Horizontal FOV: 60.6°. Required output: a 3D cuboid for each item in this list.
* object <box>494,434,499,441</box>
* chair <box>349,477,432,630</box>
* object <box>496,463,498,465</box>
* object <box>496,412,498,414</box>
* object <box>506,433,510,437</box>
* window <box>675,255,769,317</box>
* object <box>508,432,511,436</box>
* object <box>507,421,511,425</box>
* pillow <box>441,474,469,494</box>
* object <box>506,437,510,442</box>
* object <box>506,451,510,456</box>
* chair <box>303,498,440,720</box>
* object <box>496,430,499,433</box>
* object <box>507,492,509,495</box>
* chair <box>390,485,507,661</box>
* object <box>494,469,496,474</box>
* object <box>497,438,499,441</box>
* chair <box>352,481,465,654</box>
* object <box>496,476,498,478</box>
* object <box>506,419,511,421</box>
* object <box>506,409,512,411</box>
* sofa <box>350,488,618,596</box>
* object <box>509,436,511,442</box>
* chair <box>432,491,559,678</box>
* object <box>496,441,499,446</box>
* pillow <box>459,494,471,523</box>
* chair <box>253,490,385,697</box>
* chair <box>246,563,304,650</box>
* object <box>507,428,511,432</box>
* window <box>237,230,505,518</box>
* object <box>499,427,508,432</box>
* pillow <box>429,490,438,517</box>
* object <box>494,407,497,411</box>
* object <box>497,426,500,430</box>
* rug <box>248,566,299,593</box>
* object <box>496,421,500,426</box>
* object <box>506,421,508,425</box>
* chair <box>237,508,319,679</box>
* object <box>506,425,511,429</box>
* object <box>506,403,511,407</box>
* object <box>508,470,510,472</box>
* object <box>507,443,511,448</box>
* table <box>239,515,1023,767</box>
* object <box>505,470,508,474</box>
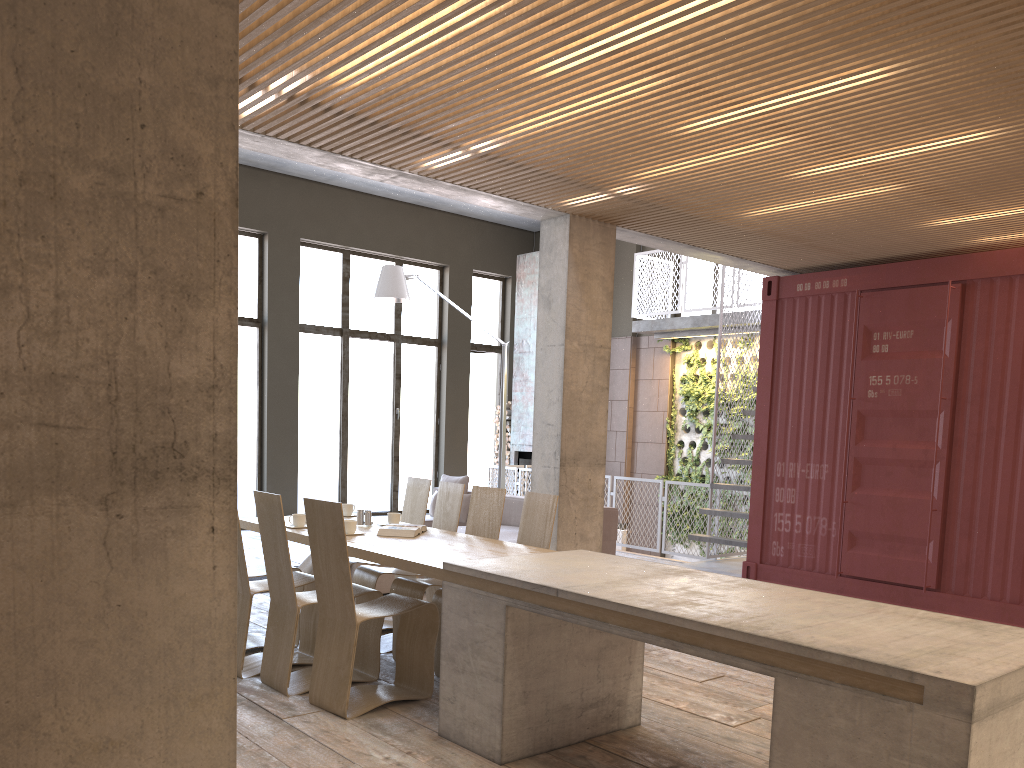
[{"bbox_3d":[-0.159,0.961,15.694,0.364,0.126,0.063,4,2,-42],"label":"object"},{"bbox_3d":[-1.039,1.328,6.826,0.721,1.207,0.345,-1,6,-37],"label":"chair"},{"bbox_3d":[-0.143,1.463,15.724,0.292,0.104,0.100,4,0,-39],"label":"object"},{"bbox_3d":[-0.111,0.520,15.641,0.364,0.069,0.121,4,-2,-40],"label":"object"},{"bbox_3d":[0.075,0.907,15.510,0.435,0.080,0.114,4,-2,-41],"label":"object"},{"bbox_3d":[3.785,-1.776,12.353,0.110,1.763,3.548,-3,2,-41],"label":"window"},{"bbox_3d":[0.112,0.880,15.437,0.423,0.073,0.071,4,0,-41],"label":"object"},{"bbox_3d":[0.084,0.693,15.470,0.423,0.072,0.067,4,0,-41],"label":"object"},{"bbox_3d":[-0.760,1.416,11.030,0.221,0.562,0.560,-2,3,-39],"label":"pillow"},{"bbox_3d":[0.080,0.979,15.501,0.455,0.090,0.090,4,0,-41],"label":"object"},{"bbox_3d":[0.109,1.224,15.452,0.480,0.084,0.093,4,-1,-41],"label":"object"},{"bbox_3d":[-0.798,1.247,5.040,0.346,1.207,0.720,7,6,43],"label":"chair"},{"bbox_3d":[-0.173,0.845,15.595,0.251,0.073,0.045,4,1,-41],"label":"object"},{"bbox_3d":[0.100,1.952,15.529,0.437,0.093,0.091,4,0,-41],"label":"object"},{"bbox_3d":[-0.439,1.308,6.013,0.720,1.207,0.346,-1,6,-43],"label":"chair"},{"bbox_3d":[-0.168,1.578,15.741,0.365,0.109,0.088,4,0,-41],"label":"object"},{"bbox_3d":[-0.090,0.990,15.672,0.423,0.068,0.067,4,0,-41],"label":"object"},{"bbox_3d":[-0.757,1.317,6.404,0.721,1.207,0.345,0,5,-35],"label":"chair"},{"bbox_3d":[-0.113,1.652,15.737,0.423,0.068,0.067,4,0,-41],"label":"object"},{"bbox_3d":[-0.003,0.639,15.519,0.435,0.080,0.114,4,-2,-41],"label":"object"},{"bbox_3d":[-0.016,0.496,15.456,0.363,0.085,0.103,4,-1,-41],"label":"object"},{"bbox_3d":[-0.964,1.657,9.666,3.012,0.792,2.982,4,-3,-41],"label":"sofa"},{"bbox_3d":[0.134,0.970,15.432,0.437,0.093,0.091,4,0,-41],"label":"object"},{"bbox_3d":[-0.115,1.300,5.627,0.721,1.207,0.345,0,5,-35],"label":"chair"},{"bbox_3d":[-0.078,1.058,15.594,0.480,0.084,0.093,4,-1,-41],"label":"object"},{"bbox_3d":[-0.674,1.510,10.778,0.375,0.376,0.168,3,4,22],"label":"pillow"},{"bbox_3d":[-1.174,1.251,5.382,0.721,1.207,0.345,-1,6,-40],"label":"chair"},{"bbox_3d":[-1.858,1.265,6.122,0.721,1.207,0.345,-1,6,-40],"label":"chair"},{"bbox_3d":[0.088,0.824,15.450,0.425,0.086,0.066,4,0,-43],"label":"object"},{"bbox_3d":[-3.645,-0.061,12.820,9.207,4.210,0.207,3,3,-42],"label":"window"},{"bbox_3d":[-0.092,0.807,15.559,0.294,0.108,0.098,4,0,-40],"label":"object"},{"bbox_3d":[-0.980,1.548,11.244,0.151,0.380,0.366,1,2,-8],"label":"pillow"},{"bbox_3d":[-0.134,0.449,15.622,0.423,0.069,0.067,4,0,-42],"label":"object"},{"bbox_3d":[-0.120,0.801,15.659,0.292,0.104,0.100,4,0,-39],"label":"object"},{"bbox_3d":[-2.900,1.923,8.419,2.919,0.049,1.156,4,-4,-41],"label":"rug"},{"bbox_3d":[-0.067,0.712,15.561,0.480,0.084,0.093,4,-1,-41],"label":"object"},{"bbox_3d":[0.016,0.702,15.505,0.455,0.090,0.090,4,-1,-42],"label":"object"},{"bbox_3d":[-1.565,1.254,5.710,0.720,1.207,0.346,-1,6,-45],"label":"chair"},{"bbox_3d":[0.058,0.758,15.462,0.363,0.068,0.121,4,-2,-40],"label":"object"},{"bbox_3d":[0.019,0.379,15.476,0.359,0.074,0.064,4,0,-42],"label":"object"},{"bbox_3d":[0.101,1.517,15.477,0.425,0.086,0.066,4,0,-43],"label":"object"},{"bbox_3d":[0.079,1.089,15.427,0.365,0.109,0.088,4,0,-41],"label":"object"},{"bbox_3d":[0.014,1.404,4.854,1.011,0.929,5.162,1,-1,-41],"label":"table"},{"bbox_3d":[0.019,1.574,15.549,0.455,0.090,0.090,4,0,-40],"label":"object"}]
